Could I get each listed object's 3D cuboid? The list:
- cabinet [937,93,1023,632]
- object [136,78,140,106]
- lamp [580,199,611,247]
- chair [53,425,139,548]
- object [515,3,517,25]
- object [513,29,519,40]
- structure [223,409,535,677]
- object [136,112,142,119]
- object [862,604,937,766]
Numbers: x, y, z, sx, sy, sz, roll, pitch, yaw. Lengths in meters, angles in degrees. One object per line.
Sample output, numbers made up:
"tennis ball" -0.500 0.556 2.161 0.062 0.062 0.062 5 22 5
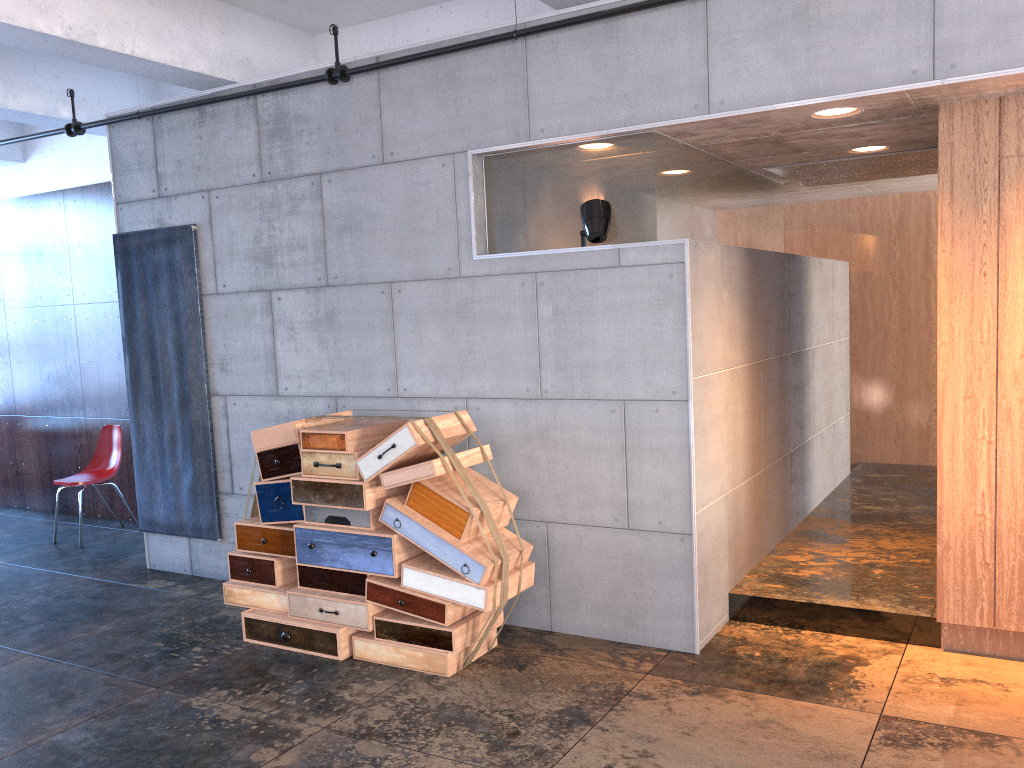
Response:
"cabinet" 6.173 -0.170 3.437 7.958 2.569 2.417 0 6 30
"object" 6.509 0.268 2.465 0.074 0.063 0.063 -3 5 -4
"lamp" 0.447 -0.854 4.721 0.170 0.259 0.213 -1 6 12
"chair" -3.659 0.877 7.795 0.420 0.990 0.666 1 7 30
"object" 6.474 0.179 2.528 0.064 0.053 0.051 -4 5 -12
"object" 6.474 0.228 2.506 0.063 0.053 0.051 -4 6 -17
"structure" -0.825 0.811 4.937 1.878 1.318 0.648 0 6 30
"object" 6.517 0.192 2.491 0.054 0.052 0.061 -4 5 -11
"object" 3.362 1.590 3.043 26.705 0.001 20.061 0 5 30
